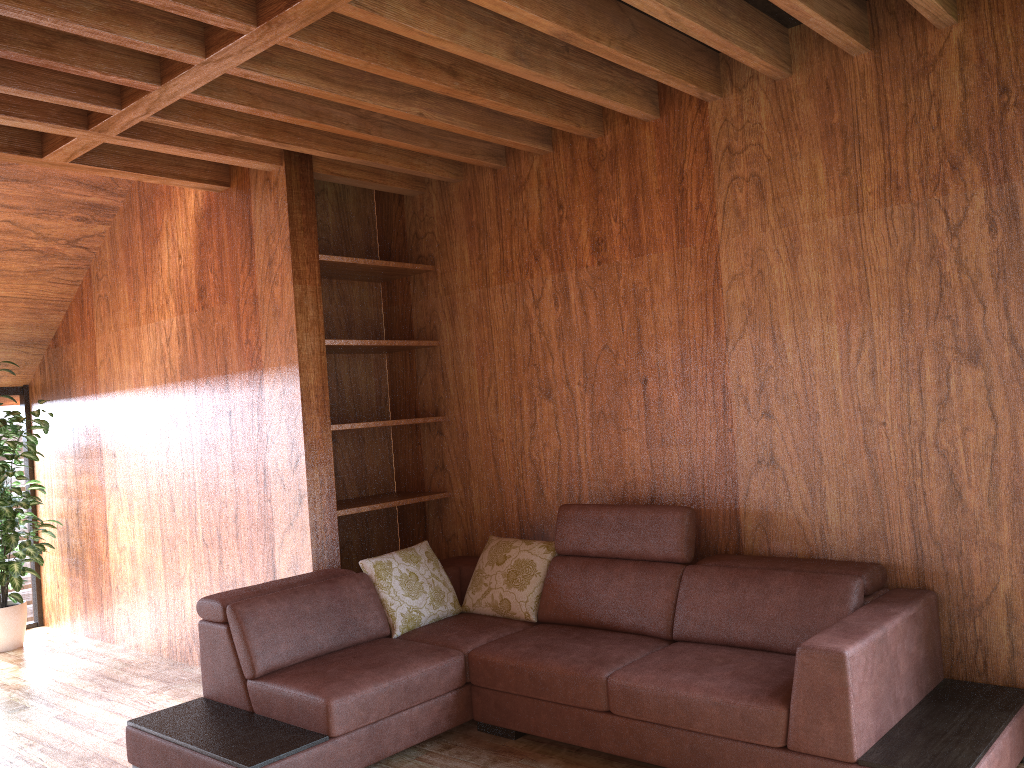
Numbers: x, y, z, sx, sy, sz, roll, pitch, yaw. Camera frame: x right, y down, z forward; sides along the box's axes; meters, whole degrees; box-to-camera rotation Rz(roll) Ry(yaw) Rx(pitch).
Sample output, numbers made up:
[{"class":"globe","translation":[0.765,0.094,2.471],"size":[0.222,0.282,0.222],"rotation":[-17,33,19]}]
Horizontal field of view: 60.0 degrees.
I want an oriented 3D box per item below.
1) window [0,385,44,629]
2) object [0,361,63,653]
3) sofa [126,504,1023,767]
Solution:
[{"class":"window","translation":[1.159,-1.063,0.383],"size":[13.857,5.131,4.137],"rotation":[-6,-2,41]},{"class":"object","translation":[-2.999,0.698,5.178],"size":[0.643,1.689,0.673],"rotation":[-3,-2,-41]},{"class":"sofa","translation":[0.114,0.869,2.927],"size":[2.485,0.760,1.713],"rotation":[-6,-2,41]}]
